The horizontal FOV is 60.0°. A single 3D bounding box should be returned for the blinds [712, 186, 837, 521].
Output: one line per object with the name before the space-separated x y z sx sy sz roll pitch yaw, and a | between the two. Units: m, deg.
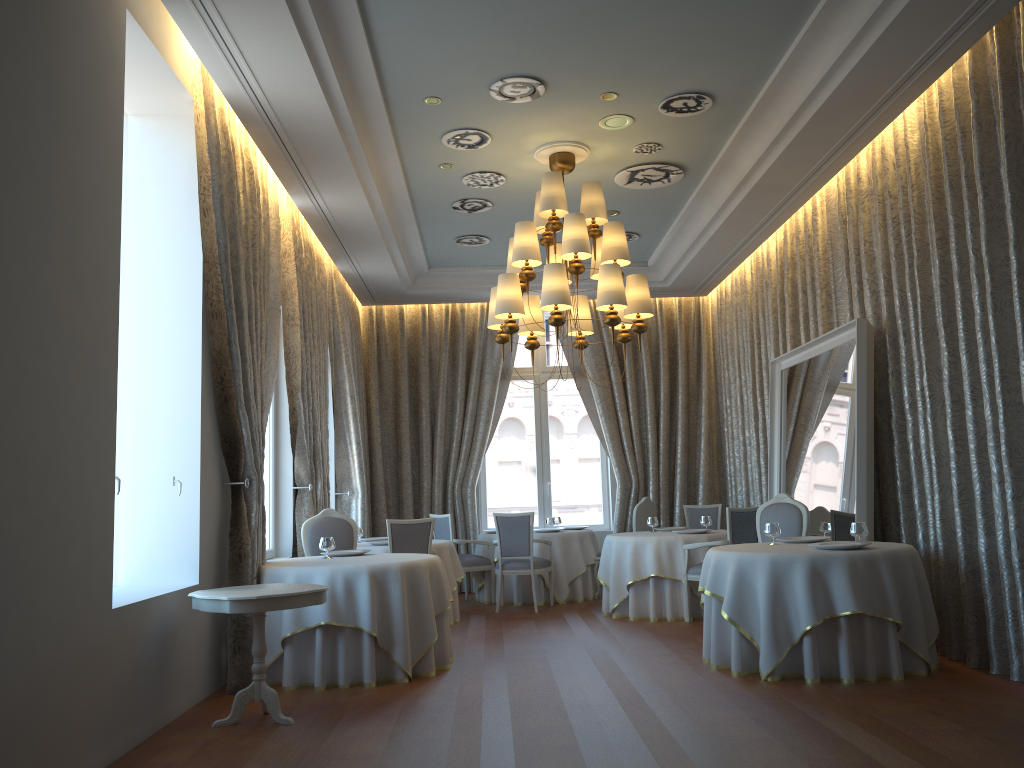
blinds | 3.009 0.106 10.492 0.238 4.819 4.439 -2 -7 -2

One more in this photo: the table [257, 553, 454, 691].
table | -1.281 1.810 6.902 1.663 0.890 1.667 0 -8 -13

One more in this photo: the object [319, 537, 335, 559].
object | -1.471 1.305 7.061 0.128 0.165 0.128 1 -8 -19

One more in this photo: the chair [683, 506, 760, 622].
chair | 2.102 1.760 8.668 0.650 1.108 0.629 3 -9 -31

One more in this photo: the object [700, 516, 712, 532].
object | 2.092 1.507 9.550 0.128 0.165 0.128 -2 -7 -2

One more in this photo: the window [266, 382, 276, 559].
window | -2.317 -0.054 7.998 0.259 3.306 1.882 -2 -7 -2

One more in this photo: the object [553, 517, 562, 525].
object | 0.596 1.843 11.749 0.128 0.165 0.128 -2 -7 -2

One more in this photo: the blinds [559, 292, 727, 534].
blinds | 1.833 0.432 12.563 2.476 4.901 0.386 -2 -7 -2

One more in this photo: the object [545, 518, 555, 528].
object | 0.488 1.791 11.324 0.128 0.165 0.128 -2 -7 -2

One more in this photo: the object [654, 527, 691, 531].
object | 1.828 1.650 10.091 0.419 0.036 0.419 -2 -7 -3

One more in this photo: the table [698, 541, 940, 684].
table | 2.234 1.647 6.568 1.663 0.890 1.667 0 -8 -13

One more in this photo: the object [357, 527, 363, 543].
object | -1.703 1.666 9.780 0.128 0.165 0.128 -2 -7 -2

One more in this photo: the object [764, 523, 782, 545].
object | 2.026 1.163 6.881 0.128 0.165 0.128 -6 -8 28

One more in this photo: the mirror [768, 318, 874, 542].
mirror | 2.789 0.881 8.163 0.385 2.564 2.251 -2 -7 -2

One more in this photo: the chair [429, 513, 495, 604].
chair | -0.625 2.146 10.926 0.629 1.108 0.650 4 -9 -36

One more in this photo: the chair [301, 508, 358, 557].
chair | -1.511 1.704 7.728 0.563 1.233 0.690 2 -8 -26

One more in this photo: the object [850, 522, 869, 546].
object | 2.521 1.088 6.432 0.128 0.165 0.128 -2 -7 -2

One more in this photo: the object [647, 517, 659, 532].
object | 1.577 1.572 9.920 0.128 0.165 0.128 -2 -7 -2

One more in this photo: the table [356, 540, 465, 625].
table | -1.344 2.152 9.519 1.667 0.890 1.663 -1 -7 -8

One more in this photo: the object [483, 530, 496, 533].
object | -0.170 1.870 11.265 0.419 0.036 0.419 -2 -7 -3

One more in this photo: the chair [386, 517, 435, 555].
chair | -1.058 1.845 8.491 0.650 1.108 0.629 2 -8 -26

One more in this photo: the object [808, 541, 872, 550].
object | 2.287 1.128 6.184 0.419 0.036 0.419 -2 -7 -3

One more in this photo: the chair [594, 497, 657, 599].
chair | 1.414 2.024 10.962 0.690 1.233 0.563 -8 -9 38

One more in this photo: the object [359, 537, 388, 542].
object | -1.512 1.754 10.016 0.419 0.036 0.419 -2 -7 -3

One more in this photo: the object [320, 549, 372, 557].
object | -1.376 1.406 7.365 0.419 0.036 0.419 -2 -7 -3

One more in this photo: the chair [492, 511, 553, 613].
chair | 0.101 2.029 10.218 0.650 1.108 0.629 -4 -8 13

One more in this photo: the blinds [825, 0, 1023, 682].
blinds | 3.125 -0.460 6.158 0.238 4.819 4.439 -2 -7 -2

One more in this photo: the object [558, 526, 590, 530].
object | 0.794 1.865 11.479 0.419 0.036 0.419 -2 -7 -3

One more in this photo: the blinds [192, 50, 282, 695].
blinds | -2.018 -0.186 6.799 0.315 4.930 2.204 -2 -7 -2

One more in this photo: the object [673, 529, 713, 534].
object | 1.888 1.543 9.280 0.419 0.036 0.419 -2 -7 -3

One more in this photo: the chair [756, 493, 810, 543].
chair | 2.154 1.549 7.498 0.690 1.233 0.563 5 -10 -41

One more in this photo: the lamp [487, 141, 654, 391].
lamp | 0.481 -1.031 7.798 1.373 2.121 1.373 -7 -9 35

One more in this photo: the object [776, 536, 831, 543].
object | 2.315 1.239 7.049 0.419 0.036 0.419 -2 -7 -3

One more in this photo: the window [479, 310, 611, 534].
window | 0.428 0.493 12.937 1.881 3.306 0.196 -2 -7 -2

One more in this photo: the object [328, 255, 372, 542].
object | -2.054 0.460 11.402 0.386 4.901 2.121 -2 -7 -2

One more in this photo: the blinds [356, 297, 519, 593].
blinds | -1.040 0.519 12.480 2.535 4.901 0.386 -2 -7 -2

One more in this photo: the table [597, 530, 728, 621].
table | 1.775 2.056 9.595 1.663 0.890 1.667 -4 -8 12

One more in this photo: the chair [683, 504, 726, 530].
chair | 2.325 2.030 10.813 0.650 1.108 0.629 -4 -8 18

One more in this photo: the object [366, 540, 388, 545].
object | -1.284 1.630 9.120 0.419 0.036 0.419 -2 -7 -3

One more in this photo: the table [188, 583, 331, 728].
table | -1.517 1.648 5.346 0.760 0.801 0.761 -8 -9 37

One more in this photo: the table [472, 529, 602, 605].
table | 0.335 2.334 11.364 1.667 0.890 1.663 -4 -8 17

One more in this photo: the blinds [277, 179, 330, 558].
blinds | -2.060 0.133 9.237 0.335 4.969 2.257 -2 -7 -2

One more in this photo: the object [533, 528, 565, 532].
object | 0.446 1.814 10.994 0.419 0.036 0.419 -2 -7 -3
